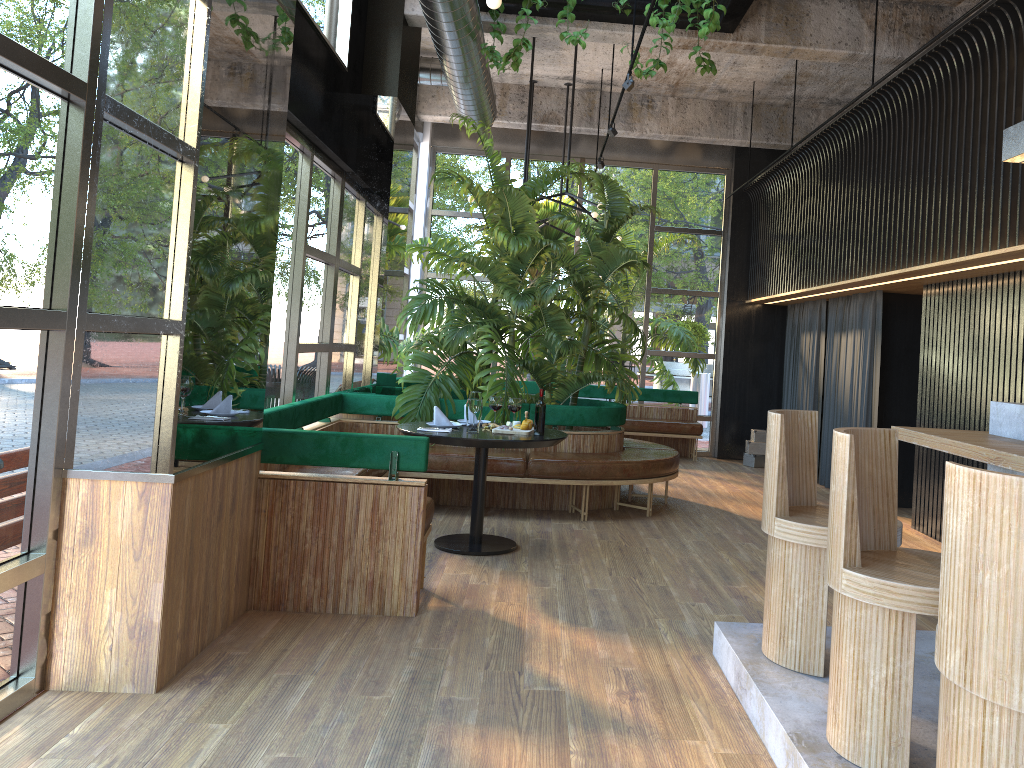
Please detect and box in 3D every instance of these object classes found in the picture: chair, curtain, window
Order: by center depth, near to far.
[{"bbox_3d":[0.454,-1.963,1.530,4.156,6.494,20.295,4,2,1],"label":"window"},{"bbox_3d":[1.254,0.685,2.022,0.530,0.970,0.563,3,-1,23],"label":"chair"},{"bbox_3d":[1.258,0.650,2.769,0.567,0.970,0.527,4,-1,-26],"label":"chair"},{"bbox_3d":[1.282,0.613,3.577,0.541,0.970,0.553,4,-1,9],"label":"chair"},{"bbox_3d":[3.413,0.052,9.761,0.122,2.059,3.263,4,1,1],"label":"curtain"}]

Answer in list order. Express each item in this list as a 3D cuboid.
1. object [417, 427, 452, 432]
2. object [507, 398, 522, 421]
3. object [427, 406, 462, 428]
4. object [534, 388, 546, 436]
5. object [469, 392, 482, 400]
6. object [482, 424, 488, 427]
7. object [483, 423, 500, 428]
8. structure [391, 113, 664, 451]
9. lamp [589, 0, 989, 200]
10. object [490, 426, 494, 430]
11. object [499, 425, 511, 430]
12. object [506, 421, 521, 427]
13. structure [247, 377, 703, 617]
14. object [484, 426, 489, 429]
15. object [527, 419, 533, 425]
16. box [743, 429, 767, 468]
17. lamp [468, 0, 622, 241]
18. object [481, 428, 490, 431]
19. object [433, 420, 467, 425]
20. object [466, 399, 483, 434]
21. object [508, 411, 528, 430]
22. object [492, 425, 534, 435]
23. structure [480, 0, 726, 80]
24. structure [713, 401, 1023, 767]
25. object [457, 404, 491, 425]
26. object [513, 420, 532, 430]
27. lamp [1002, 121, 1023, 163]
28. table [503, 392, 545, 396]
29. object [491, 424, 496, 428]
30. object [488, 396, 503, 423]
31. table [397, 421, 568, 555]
[{"bbox_3d":[-0.460,0.282,5.535,0.256,0.019,0.157,4,3,-2],"label":"object"},{"bbox_3d":[0.014,0.198,6.023,0.104,0.201,0.100,4,-1,-12],"label":"object"},{"bbox_3d":[-0.438,0.216,5.794,0.239,0.139,0.226,3,1,-17],"label":"object"},{"bbox_3d":[0.181,0.176,5.669,0.067,0.299,0.070,3,-2,15],"label":"object"},{"bbox_3d":[-0.240,0.174,5.708,0.095,0.245,0.090,4,-2,-18],"label":"object"},{"bbox_3d":[-0.181,0.277,5.946,0.024,0.025,0.047,4,2,18],"label":"object"},{"bbox_3d":[-0.128,0.280,5.922,0.097,0.028,0.129,4,3,14],"label":"object"},{"bbox_3d":[0.102,-0.707,8.150,2.490,3.440,2.604,4,0,-16],"label":"structure"},{"bbox_3d":[0.924,-2.588,6.094,3.810,1.531,9.982,4,3,-2],"label":"lamp"},{"bbox_3d":[-0.128,0.286,5.768,0.032,0.031,0.040,4,1,24],"label":"object"},{"bbox_3d":[-0.034,0.280,5.785,0.101,0.013,0.222,4,3,5],"label":"object"},{"bbox_3d":[0.045,0.268,5.891,0.194,0.038,0.063,5,2,33],"label":"object"},{"bbox_3d":[1.404,0.578,1.513,6.053,1.549,20.049,4,3,1],"label":"structure"},{"bbox_3d":[-0.167,0.286,5.828,0.033,0.019,0.038,4,2,12],"label":"object"},{"bbox_3d":[0.105,0.270,5.992,0.059,0.072,0.208,4,2,-9],"label":"object"},{"bbox_3d":[3.019,0.786,10.879,0.338,0.443,0.275,4,-1,-12],"label":"box"},{"bbox_3d":[1.799,-2.172,1.867,5.106,1.823,18.842,4,3,1],"label":"lamp"},{"bbox_3d":[-0.166,0.294,5.725,0.062,0.013,0.147,3,3,-5],"label":"object"},{"bbox_3d":[-0.435,0.259,6.041,0.164,0.019,0.244,1,4,-41],"label":"object"},{"bbox_3d":[-0.239,0.200,5.540,0.101,0.209,0.109,3,-1,34],"label":"object"},{"bbox_3d":[0.043,0.234,5.700,0.143,0.124,0.097,3,0,-20],"label":"object"},{"bbox_3d":[0.022,0.300,5.791,0.236,0.019,0.357,4,3,10],"label":"object"},{"bbox_3d":[0.867,-3.027,6.831,2.094,1.518,1.463,4,0,28],"label":"structure"},{"bbox_3d":[3.785,0.671,0.781,5.869,1.730,7.101,4,2,-1],"label":"structure"},{"bbox_3d":[-0.257,0.212,6.128,0.239,0.139,0.226,3,1,-17],"label":"object"},{"bbox_3d":[0.072,0.261,5.791,0.099,0.064,0.163,3,2,-30],"label":"object"},{"bbox_3d":[3.574,-1.872,1.002,5.031,2.133,6.675,3,2,-6],"label":"lamp"},{"bbox_3d":[-0.102,0.493,9.693,1.134,0.751,1.065,3,1,-21],"label":"table"},{"bbox_3d":[-0.125,0.281,5.859,0.033,0.032,0.037,4,1,-3],"label":"object"},{"bbox_3d":[-0.115,0.188,6.057,0.104,0.201,0.100,4,-1,-12],"label":"object"},{"bbox_3d":[-0.211,0.673,5.755,1.145,0.751,1.054,3,1,-32],"label":"table"}]
